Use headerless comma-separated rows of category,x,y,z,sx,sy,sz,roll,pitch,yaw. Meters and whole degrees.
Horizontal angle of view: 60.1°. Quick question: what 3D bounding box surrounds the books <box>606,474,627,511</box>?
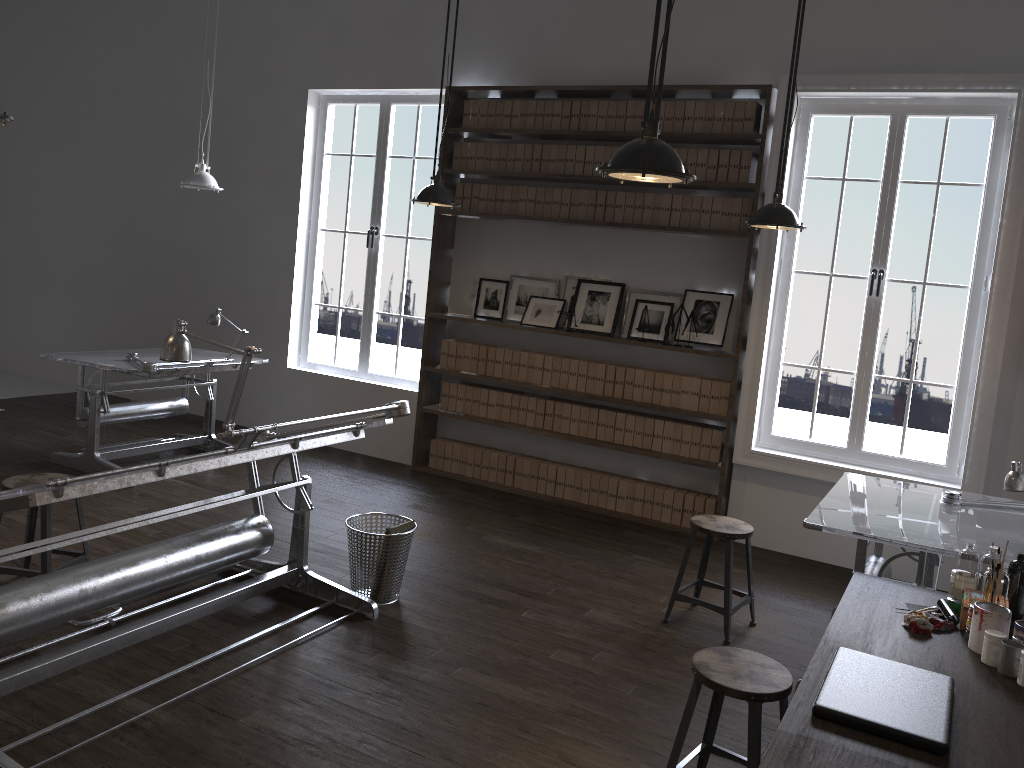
books,0.754,0.784,6.401,0.067,0.225,0.175,8,7,27

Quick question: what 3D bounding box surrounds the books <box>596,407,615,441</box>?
books,0.687,0.288,6.424,0.067,0.224,0.175,8,7,27

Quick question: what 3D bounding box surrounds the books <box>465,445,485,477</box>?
books,-0.289,0.604,6.952,0.067,0.225,0.175,8,7,27

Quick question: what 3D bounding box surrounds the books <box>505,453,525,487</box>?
books,0.023,0.658,6.788,0.067,0.225,0.175,8,7,27

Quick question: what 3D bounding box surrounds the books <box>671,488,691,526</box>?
books,1.180,0.856,6.182,0.067,0.224,0.175,8,7,27

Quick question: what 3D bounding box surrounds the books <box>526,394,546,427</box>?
books,0.184,0.201,6.687,0.067,0.224,0.175,8,7,27

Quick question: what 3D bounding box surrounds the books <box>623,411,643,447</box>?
books,0.869,0.319,6.327,0.067,0.224,0.175,8,7,27

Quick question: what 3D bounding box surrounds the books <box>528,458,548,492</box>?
books,0.200,0.688,6.692,0.067,0.225,0.175,8,7,27

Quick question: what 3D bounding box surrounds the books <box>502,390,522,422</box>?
books,-0.001,0.170,6.783,0.067,0.225,0.175,8,7,27

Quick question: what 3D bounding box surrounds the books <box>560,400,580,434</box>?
books,0.433,0.245,6.553,0.067,0.224,0.175,8,7,27

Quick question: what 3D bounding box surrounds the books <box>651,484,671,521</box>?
books,1.055,0.835,6.247,0.067,0.224,0.175,8,7,27

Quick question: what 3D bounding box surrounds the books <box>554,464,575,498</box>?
books,0.393,0.721,6.592,0.067,0.225,0.175,8,7,27

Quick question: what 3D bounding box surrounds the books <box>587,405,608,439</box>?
books,0.622,0.276,6.459,0.067,0.224,0.175,8,7,27

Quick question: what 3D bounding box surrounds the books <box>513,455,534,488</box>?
books,0.090,0.668,6.758,0.067,0.224,0.175,8,7,27

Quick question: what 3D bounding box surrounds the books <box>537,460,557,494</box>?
books,0.264,0.699,6.659,0.067,0.224,0.175,8,7,27

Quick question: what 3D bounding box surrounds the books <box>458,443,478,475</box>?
books,-0.345,0.593,6.987,0.067,0.224,0.175,8,7,27

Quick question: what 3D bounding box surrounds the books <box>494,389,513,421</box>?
books,-0.057,0.159,6.818,0.067,0.224,0.175,8,7,27

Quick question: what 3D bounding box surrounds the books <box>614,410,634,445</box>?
books,0.804,0.309,6.357,0.067,0.224,0.175,8,7,27

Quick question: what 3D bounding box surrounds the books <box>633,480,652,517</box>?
books,0.931,0.814,6.306,0.067,0.225,0.175,8,7,27

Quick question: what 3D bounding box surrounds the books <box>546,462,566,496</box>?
books,0.329,0.710,6.628,0.067,0.224,0.175,8,7,27

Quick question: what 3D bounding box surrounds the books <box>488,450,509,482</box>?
books,-0.105,0.635,6.856,0.067,0.224,0.175,8,7,27

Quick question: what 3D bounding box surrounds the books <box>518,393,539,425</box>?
books,0.123,0.190,6.724,0.067,0.224,0.175,8,7,27

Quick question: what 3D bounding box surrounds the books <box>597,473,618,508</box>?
books,0.695,0.773,6.437,0.067,0.224,0.175,8,7,27

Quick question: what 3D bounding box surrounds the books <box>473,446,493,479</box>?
books,-0.227,0.614,6.925,0.067,0.224,0.175,8,7,27

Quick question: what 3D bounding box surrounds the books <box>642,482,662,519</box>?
books,0.993,0.824,6.280,0.067,0.224,0.175,8,7,27

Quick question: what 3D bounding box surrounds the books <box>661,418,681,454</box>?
books,1.116,0.362,6.196,0.067,0.224,0.175,8,7,27

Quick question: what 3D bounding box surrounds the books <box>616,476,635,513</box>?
books,0.819,0.795,6.369,0.067,0.224,0.175,8,7,27

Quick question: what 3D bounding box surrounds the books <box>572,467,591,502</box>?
books,0.514,0.742,6.532,0.067,0.224,0.175,8,7,27

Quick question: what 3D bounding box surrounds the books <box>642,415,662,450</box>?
books,0.992,0.340,6.264,0.067,0.224,0.175,8,7,27

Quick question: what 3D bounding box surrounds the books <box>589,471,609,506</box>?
books,0.634,0.762,6.471,0.067,0.224,0.175,8,7,27

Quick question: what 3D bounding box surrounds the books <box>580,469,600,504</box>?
books,0.570,0.752,6.497,0.067,0.225,0.175,8,7,27

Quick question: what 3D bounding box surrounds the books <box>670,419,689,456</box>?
books,1.172,0.371,6.168,0.067,0.224,0.175,8,7,27

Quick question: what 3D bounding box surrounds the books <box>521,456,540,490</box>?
books,0.147,0.678,6.726,0.067,0.224,0.175,8,7,27

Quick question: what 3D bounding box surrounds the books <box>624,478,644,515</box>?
books,0.875,0.804,6.341,0.067,0.224,0.175,8,7,27

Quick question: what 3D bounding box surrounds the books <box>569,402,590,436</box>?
books,0.499,0.255,6.522,0.067,0.224,0.175,8,7,27

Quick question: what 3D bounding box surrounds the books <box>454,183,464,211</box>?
books,-0.371,-1.452,6.934,0.067,0.224,0.175,8,7,27

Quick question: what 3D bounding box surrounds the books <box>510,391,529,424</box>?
books,0.061,0.180,6.757,0.067,0.224,0.175,8,7,27

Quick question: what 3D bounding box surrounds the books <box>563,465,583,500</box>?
books,0.458,0.732,6.560,0.067,0.224,0.175,8,7,27

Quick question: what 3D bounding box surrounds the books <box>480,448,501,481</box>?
books,-0.165,0.624,6.893,0.067,0.224,0.175,8,7,27

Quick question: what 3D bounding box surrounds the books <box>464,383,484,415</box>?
books,-0.297,0.118,6.947,0.067,0.224,0.175,8,7,27

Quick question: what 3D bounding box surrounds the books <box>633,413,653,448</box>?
books,0.932,0.330,6.298,0.067,0.224,0.175,8,7,27

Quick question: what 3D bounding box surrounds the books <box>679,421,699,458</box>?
books,1.229,0.382,6.133,0.067,0.225,0.175,8,7,27

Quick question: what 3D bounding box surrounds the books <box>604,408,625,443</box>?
books,0.740,0.298,6.391,0.067,0.225,0.175,8,7,27

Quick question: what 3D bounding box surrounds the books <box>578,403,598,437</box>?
books,0.562,0.266,6.493,0.067,0.224,0.175,8,7,27

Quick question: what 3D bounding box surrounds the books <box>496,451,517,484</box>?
books,-0.040,0.646,6.827,0.067,0.224,0.175,8,7,27

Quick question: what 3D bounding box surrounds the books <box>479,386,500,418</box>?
books,-0.177,0.139,6.877,0.067,0.225,0.175,8,7,27

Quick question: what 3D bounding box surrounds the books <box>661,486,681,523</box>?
books,1.115,0.846,6.211,0.067,0.224,0.175,8,7,27

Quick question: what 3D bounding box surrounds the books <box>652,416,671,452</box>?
books,1.052,0.351,6.228,0.067,0.225,0.175,8,7,27

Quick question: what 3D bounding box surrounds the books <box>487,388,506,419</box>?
books,-0.113,0.150,6.845,0.067,0.224,0.175,8,7,27

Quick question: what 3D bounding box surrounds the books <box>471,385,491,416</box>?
books,-0.237,0.128,6.913,0.067,0.224,0.175,8,7,27
